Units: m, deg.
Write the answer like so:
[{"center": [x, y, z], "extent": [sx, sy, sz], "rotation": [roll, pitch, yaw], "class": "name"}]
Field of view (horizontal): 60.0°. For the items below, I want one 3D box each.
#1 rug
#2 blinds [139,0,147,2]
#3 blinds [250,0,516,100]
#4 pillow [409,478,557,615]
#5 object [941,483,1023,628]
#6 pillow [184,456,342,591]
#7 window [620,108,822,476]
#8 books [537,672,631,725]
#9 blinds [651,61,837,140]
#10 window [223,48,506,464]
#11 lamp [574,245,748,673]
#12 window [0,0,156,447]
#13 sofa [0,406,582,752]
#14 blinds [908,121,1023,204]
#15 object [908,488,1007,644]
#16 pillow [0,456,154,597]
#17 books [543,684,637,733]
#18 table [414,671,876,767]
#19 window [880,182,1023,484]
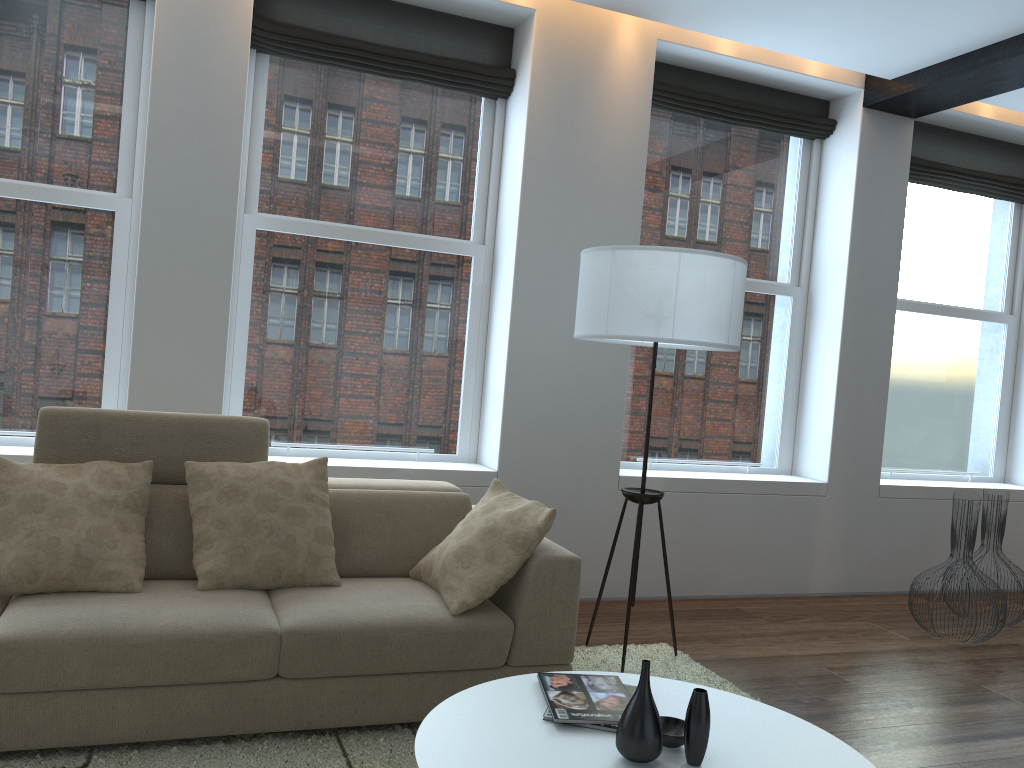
[{"center": [-0.730, 1.128, 1.881], "extent": [4.231, 0.020, 2.972], "rotation": [4, 2, -21], "class": "rug"}, {"center": [-2.284, -1.926, 3.808], "extent": [1.442, 0.275, 0.156], "rotation": [4, 2, -21], "class": "blinds"}, {"center": [-0.623, -1.745, 4.459], "extent": [1.342, 0.393, 0.156], "rotation": [4, 2, -21], "class": "blinds"}, {"center": [-0.096, 0.572, 3.210], "extent": [0.395, 0.393, 0.518], "rotation": [4, 2, -25], "class": "pillow"}, {"center": [2.682, 0.951, 4.971], "extent": [0.458, 0.781, 0.458], "rotation": [4, 2, -22], "class": "object"}, {"center": [-0.886, 0.485, 3.155], "extent": [0.534, 0.439, 0.301], "rotation": [4, 2, -25], "class": "pillow"}, {"center": [1.193, -0.597, 5.293], "extent": [1.391, 2.400, 0.123], "rotation": [4, 2, -21], "class": "window"}, {"center": [0.191, 0.778, 2.201], "extent": [0.220, 0.010, 0.300], "rotation": [5, 1, -6], "class": "books"}, {"center": [1.304, -1.663, 5.207], "extent": [1.396, 0.275, 0.156], "rotation": [4, 2, -21], "class": "blinds"}, {"center": [-0.729, -0.737, 4.543], "extent": [1.345, 2.400, 0.123], "rotation": [4, 2, -21], "class": "window"}, {"center": [0.568, 0.326, 3.775], "extent": [0.698, 1.728, 0.698], "rotation": [5, 1, 3], "class": "lamp"}, {"center": [-2.398, -0.859, 3.893], "extent": [1.444, 2.400, 0.123], "rotation": [4, 2, -21], "class": "window"}, {"center": [-1.129, 0.598, 3.055], "extent": [2.581, 0.950, 1.018], "rotation": [4, 2, -21], "class": "sofa"}, {"center": [2.989, -1.479, 5.851], "extent": [1.431, 0.395, 0.183], "rotation": [4, 2, -21], "class": "blinds"}, {"center": [2.327, 0.931, 4.600], "extent": [0.458, 0.781, 0.458], "rotation": [4, 2, -22], "class": "object"}, {"center": [-1.463, 0.454, 2.917], "extent": [0.519, 0.416, 0.368], "rotation": [4, 2, -26], "class": "pillow"}, {"center": [0.214, 0.790, 2.195], "extent": [0.220, 0.010, 0.300], "rotation": [5, 2, 14], "class": "books"}, {"center": [0.283, 1.004, 1.938], "extent": [1.022, 0.393, 1.022], "rotation": [5, 2, 23], "class": "table"}, {"center": [2.877, -0.473, 5.950], "extent": [1.432, 2.400, 0.123], "rotation": [4, 2, -21], "class": "window"}]
